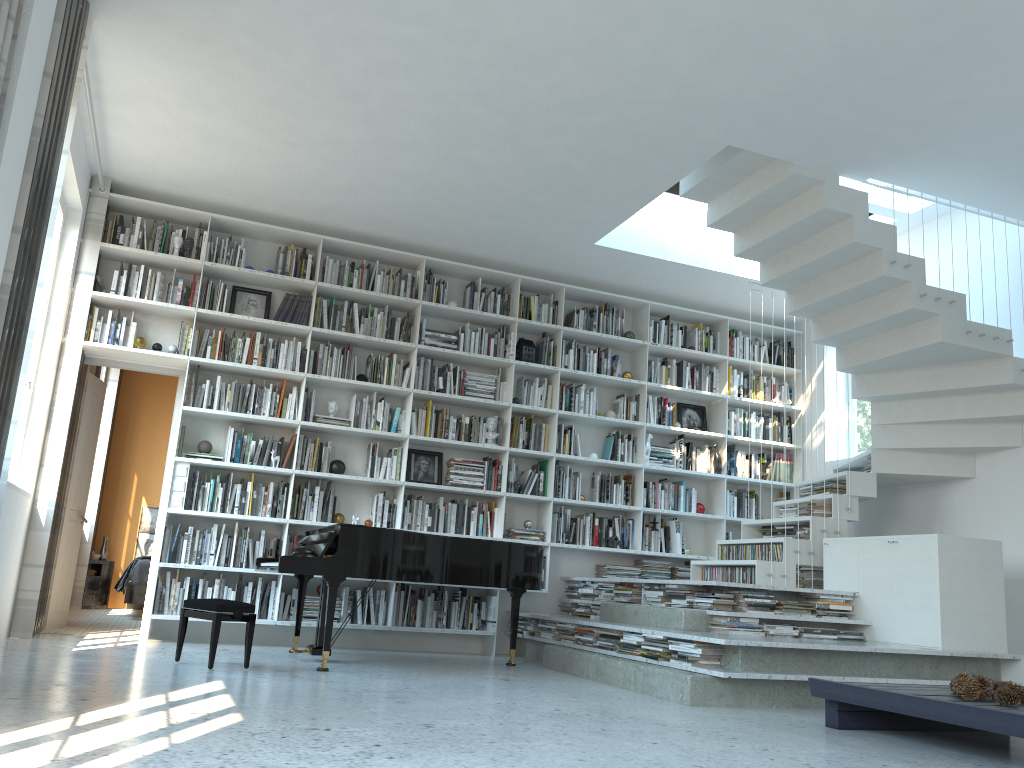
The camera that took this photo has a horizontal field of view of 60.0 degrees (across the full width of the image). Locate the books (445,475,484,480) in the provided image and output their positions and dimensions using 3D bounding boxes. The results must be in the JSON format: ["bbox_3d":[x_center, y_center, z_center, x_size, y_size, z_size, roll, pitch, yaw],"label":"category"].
[{"bbox_3d":[-0.391,0.773,7.260,0.285,0.012,0.160,8,-14,-18],"label":"books"}]

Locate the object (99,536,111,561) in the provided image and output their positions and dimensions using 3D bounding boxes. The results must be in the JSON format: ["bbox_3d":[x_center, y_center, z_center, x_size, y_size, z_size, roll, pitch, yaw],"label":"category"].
[{"bbox_3d":[-4.606,1.859,10.020,0.091,0.267,0.091,-2,-14,25],"label":"object"}]

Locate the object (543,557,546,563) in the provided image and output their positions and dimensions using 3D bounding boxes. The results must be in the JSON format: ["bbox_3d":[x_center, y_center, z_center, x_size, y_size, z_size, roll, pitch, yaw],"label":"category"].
[{"bbox_3d":[0.244,1.549,7.273,0.011,0.259,0.142,9,-13,-20],"label":"object"}]

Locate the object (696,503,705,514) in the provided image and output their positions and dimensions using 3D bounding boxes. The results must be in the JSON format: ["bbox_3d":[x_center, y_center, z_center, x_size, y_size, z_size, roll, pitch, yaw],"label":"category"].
[{"bbox_3d":[1.679,1.129,7.984,0.115,0.116,0.115,15,-17,-42],"label":"object"}]

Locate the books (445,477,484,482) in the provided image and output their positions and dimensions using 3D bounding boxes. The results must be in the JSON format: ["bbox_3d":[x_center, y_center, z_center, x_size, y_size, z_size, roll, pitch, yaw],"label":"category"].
[{"bbox_3d":[-0.393,0.785,7.260,0.285,0.012,0.160,9,-14,-19],"label":"books"}]

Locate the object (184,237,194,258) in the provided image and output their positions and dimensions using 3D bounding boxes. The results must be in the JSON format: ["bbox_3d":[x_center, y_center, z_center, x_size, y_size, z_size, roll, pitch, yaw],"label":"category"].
[{"bbox_3d":[-2.420,-1.003,6.632,0.067,0.197,0.068,-1,-13,21],"label":"object"}]

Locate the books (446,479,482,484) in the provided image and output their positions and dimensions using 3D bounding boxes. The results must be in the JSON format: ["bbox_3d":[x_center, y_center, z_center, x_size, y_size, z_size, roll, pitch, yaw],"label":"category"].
[{"bbox_3d":[-0.391,0.806,7.246,0.254,0.012,0.161,10,-14,-25],"label":"books"}]

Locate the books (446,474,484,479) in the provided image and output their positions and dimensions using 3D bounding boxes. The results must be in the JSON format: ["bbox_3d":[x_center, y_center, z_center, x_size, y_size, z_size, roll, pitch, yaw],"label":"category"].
[{"bbox_3d":[-0.388,0.760,7.256,0.285,0.012,0.160,8,-13,-15],"label":"books"}]

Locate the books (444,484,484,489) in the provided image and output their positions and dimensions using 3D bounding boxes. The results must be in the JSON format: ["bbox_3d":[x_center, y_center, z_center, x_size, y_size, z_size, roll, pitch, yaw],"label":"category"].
[{"bbox_3d":[-0.393,0.841,7.238,0.285,0.012,0.160,10,-14,-25],"label":"books"}]

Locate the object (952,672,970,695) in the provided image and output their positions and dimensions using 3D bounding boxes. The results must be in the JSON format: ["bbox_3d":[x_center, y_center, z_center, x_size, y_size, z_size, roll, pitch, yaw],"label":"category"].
[{"bbox_3d":[1.938,1.288,3.810,0.090,0.105,0.098,4,-13,1],"label":"object"}]

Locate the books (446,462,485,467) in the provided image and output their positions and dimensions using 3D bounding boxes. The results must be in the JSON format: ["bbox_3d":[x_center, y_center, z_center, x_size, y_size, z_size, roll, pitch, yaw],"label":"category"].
[{"bbox_3d":[-0.384,0.667,7.283,0.285,0.012,0.160,8,-14,-18],"label":"books"}]

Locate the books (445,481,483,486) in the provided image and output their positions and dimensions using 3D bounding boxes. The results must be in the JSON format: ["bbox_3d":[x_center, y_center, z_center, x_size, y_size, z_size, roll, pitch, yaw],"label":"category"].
[{"bbox_3d":[-0.392,0.818,7.243,0.285,0.012,0.160,8,-13,-15],"label":"books"}]

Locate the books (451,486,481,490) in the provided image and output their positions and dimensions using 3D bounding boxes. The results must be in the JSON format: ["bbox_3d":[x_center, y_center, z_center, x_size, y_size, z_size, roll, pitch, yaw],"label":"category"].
[{"bbox_3d":[-0.397,0.854,7.242,0.254,0.012,0.161,8,-14,-18],"label":"books"}]

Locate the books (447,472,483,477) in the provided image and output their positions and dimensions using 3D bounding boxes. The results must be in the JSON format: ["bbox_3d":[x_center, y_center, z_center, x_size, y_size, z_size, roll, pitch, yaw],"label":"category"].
[{"bbox_3d":[-0.387,0.749,7.259,0.254,0.012,0.161,10,-14,-25],"label":"books"}]

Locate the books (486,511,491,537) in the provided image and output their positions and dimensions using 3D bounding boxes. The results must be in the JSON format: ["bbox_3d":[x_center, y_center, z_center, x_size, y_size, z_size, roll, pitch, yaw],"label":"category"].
[{"bbox_3d":[-0.214,1.152,7.239,0.042,0.212,0.169,9,-13,-20],"label":"books"}]

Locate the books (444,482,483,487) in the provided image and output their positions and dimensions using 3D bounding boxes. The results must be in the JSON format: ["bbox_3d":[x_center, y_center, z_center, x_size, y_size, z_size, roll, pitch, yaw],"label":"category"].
[{"bbox_3d":[-0.396,0.831,7.250,0.285,0.012,0.160,9,-14,-21],"label":"books"}]

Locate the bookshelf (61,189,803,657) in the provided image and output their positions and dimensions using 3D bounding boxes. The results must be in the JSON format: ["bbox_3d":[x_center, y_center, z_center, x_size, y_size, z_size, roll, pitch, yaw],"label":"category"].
[{"bbox_3d":[-0.284,0.603,7.267,6.300,3.134,0.331,9,-13,-20],"label":"bookshelf"}]

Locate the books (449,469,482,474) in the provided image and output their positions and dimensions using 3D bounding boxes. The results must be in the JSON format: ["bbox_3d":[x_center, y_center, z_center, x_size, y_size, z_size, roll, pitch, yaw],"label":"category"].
[{"bbox_3d":[-0.387,0.726,7.268,0.254,0.012,0.161,8,-14,-17],"label":"books"}]

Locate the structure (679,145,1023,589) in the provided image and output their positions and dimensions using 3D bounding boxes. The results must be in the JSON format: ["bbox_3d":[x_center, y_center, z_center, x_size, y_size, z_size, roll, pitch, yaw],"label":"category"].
[{"bbox_3d":[2.116,0.094,6.415,2.615,3.373,1.958,9,-13,-20],"label":"structure"}]

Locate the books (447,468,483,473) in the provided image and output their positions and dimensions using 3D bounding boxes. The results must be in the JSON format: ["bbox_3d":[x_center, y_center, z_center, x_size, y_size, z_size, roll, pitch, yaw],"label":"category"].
[{"bbox_3d":[-0.386,0.714,7.271,0.254,0.012,0.161,10,-14,-23],"label":"books"}]

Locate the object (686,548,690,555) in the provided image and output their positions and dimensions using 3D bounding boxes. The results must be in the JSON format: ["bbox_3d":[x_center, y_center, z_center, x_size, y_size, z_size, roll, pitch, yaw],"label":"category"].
[{"bbox_3d":[1.547,1.494,7.887,0.071,0.072,0.072,-3,-14,28],"label":"object"}]

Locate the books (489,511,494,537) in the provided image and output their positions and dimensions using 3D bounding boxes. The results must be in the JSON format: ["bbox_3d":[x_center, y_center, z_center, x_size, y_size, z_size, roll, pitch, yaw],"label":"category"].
[{"bbox_3d":[-0.189,1.154,7.250,0.011,0.216,0.166,9,-13,-20],"label":"books"}]

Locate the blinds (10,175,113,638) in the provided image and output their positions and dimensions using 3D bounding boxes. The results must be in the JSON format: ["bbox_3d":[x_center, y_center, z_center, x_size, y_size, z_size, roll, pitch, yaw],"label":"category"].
[{"bbox_3d":[-3.200,0.135,6.399,0.140,3.222,0.777,9,-13,-20],"label":"blinds"}]

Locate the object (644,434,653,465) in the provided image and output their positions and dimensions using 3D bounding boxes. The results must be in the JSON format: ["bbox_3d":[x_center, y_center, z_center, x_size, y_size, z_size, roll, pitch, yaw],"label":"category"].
[{"bbox_3d":[1.182,0.575,7.744,0.087,0.287,0.075,1,-13,14],"label":"object"}]

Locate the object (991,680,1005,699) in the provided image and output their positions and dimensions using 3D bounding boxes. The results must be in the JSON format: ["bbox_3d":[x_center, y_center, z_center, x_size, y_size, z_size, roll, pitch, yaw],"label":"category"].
[{"bbox_3d":[2.069,1.307,3.782,0.106,0.086,0.091,5,-13,-6],"label":"object"}]

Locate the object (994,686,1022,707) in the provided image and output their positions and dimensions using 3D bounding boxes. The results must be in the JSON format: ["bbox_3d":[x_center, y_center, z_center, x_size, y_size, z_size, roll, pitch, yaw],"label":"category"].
[{"bbox_3d":[1.967,1.243,3.522,0.081,0.083,0.099,7,-13,-15],"label":"object"}]

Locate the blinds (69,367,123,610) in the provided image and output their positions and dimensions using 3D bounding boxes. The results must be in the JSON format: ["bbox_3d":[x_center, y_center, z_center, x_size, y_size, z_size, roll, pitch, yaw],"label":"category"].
[{"bbox_3d":[-4.650,0.876,10.030,0.140,3.222,0.777,9,-13,-20],"label":"blinds"}]

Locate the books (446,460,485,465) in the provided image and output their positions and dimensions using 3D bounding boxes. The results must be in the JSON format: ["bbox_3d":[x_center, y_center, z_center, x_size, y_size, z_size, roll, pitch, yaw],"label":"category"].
[{"bbox_3d":[-0.380,0.654,7.279,0.285,0.012,0.160,10,-14,-25],"label":"books"}]

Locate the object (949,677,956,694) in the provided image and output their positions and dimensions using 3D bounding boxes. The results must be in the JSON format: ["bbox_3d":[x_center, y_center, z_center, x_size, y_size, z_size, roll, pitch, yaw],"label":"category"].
[{"bbox_3d":[1.999,1.346,3.942,0.078,0.084,0.098,9,-14,-20],"label":"object"}]

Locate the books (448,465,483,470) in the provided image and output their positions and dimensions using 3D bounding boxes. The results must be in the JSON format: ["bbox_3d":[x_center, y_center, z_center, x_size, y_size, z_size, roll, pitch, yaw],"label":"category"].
[{"bbox_3d":[-0.385,0.690,7.276,0.254,0.012,0.161,10,-14,-23],"label":"books"}]

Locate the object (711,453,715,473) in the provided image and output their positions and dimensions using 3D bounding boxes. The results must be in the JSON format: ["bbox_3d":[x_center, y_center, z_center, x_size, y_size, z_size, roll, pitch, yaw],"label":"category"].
[{"bbox_3d":[1.803,0.744,8.131,0.022,0.211,0.179,9,-13,-20],"label":"object"}]

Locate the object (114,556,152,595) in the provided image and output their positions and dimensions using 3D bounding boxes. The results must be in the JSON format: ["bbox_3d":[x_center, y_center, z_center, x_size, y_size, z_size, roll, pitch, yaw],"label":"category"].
[{"bbox_3d":[-3.392,1.996,9.445,1.482,0.539,1.453,9,-14,-21],"label":"object"}]

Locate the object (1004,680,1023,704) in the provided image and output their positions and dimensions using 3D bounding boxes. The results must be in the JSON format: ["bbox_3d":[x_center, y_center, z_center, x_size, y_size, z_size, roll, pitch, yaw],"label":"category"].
[{"bbox_3d":[2.091,1.284,3.678,0.083,0.099,0.092,7,-13,-15],"label":"object"}]

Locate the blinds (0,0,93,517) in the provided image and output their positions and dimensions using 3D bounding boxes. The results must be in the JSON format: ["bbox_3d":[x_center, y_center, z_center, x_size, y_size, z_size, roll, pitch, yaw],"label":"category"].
[{"bbox_3d":[-2.181,-0.386,3.846,0.140,3.222,0.777,9,-13,-20],"label":"blinds"}]

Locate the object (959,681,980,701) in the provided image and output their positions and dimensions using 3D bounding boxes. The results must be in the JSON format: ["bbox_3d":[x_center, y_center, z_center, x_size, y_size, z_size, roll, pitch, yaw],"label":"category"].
[{"bbox_3d":[1.886,1.272,3.658,0.082,0.084,0.083,5,-13,-6],"label":"object"}]

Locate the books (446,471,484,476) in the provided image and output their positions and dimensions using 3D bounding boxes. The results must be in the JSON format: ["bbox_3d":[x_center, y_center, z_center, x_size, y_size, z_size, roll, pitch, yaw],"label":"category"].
[{"bbox_3d":[-0.386,0.737,7.261,0.285,0.012,0.160,8,-13,-15],"label":"books"}]

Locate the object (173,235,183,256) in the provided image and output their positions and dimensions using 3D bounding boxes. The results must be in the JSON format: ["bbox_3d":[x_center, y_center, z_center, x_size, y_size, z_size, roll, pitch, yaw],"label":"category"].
[{"bbox_3d":[-2.495,-1.014,6.604,0.067,0.197,0.068,-1,-13,21],"label":"object"}]

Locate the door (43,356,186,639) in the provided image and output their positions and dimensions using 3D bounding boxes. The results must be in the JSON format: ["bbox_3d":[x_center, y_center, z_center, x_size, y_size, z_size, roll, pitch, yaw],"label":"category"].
[{"bbox_3d":[-3.080,0.874,6.770,0.834,1.975,0.788,9,-13,-20],"label":"door"}]

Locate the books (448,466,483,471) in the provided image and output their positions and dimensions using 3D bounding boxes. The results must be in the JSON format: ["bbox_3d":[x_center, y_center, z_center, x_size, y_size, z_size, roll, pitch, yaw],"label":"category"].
[{"bbox_3d":[-0.385,0.702,7.271,0.254,0.012,0.161,10,-14,-24],"label":"books"}]

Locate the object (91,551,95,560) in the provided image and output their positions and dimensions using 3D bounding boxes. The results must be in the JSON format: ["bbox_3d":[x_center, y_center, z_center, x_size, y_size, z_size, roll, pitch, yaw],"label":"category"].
[{"bbox_3d":[-4.747,1.922,9.969,0.106,0.103,0.106,7,-13,-13],"label":"object"}]

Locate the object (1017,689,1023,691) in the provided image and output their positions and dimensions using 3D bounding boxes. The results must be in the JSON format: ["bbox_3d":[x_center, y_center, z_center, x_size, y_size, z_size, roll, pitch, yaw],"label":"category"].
[{"bbox_3d":[2.362,1.320,3.719,0.429,0.038,0.430,-1,-14,19],"label":"object"}]

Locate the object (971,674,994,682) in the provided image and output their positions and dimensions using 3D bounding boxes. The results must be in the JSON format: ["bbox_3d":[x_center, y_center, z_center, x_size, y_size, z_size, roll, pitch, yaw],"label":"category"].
[{"bbox_3d":[2.046,1.311,3.847,0.099,0.102,0.097,-6,-16,39],"label":"object"}]

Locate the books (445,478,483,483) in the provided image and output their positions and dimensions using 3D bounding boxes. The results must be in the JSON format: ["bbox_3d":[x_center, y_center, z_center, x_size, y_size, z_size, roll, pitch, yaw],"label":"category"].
[{"bbox_3d":[-0.395,0.797,7.259,0.285,0.012,0.160,9,-14,-20],"label":"books"}]

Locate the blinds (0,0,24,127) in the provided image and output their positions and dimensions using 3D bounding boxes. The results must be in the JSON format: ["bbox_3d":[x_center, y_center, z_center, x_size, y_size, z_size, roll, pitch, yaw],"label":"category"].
[{"bbox_3d":[-1.689,-0.653,2.634,0.183,3.253,1.028,9,-13,-21],"label":"blinds"}]

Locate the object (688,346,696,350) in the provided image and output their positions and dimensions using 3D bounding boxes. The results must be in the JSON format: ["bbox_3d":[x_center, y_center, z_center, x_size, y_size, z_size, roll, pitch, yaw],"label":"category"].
[{"bbox_3d":[1.658,-0.313,8.182,0.071,0.072,0.072,-3,-14,28],"label":"object"}]

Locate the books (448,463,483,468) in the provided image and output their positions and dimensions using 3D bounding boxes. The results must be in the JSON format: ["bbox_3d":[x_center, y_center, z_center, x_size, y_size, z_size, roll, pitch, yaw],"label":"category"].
[{"bbox_3d":[-0.383,0.678,7.277,0.254,0.012,0.161,10,-14,-24],"label":"books"}]

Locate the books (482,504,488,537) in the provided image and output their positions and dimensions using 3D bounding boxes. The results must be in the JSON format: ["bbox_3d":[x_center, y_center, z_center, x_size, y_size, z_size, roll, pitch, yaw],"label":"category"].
[{"bbox_3d":[-0.248,1.120,7.244,0.026,0.271,0.175,9,-13,-20],"label":"books"}]

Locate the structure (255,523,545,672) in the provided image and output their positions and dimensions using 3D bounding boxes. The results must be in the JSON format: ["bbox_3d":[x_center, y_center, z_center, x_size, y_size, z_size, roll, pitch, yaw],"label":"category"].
[{"bbox_3d":[-0.649,1.407,5.808,1.919,0.830,1.337,9,-14,-20],"label":"structure"}]

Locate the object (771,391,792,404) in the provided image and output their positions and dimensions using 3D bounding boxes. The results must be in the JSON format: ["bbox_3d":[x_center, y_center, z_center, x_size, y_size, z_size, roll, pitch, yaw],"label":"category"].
[{"bbox_3d":[2.548,0.143,8.408,0.203,0.136,0.095,5,-13,-5],"label":"object"}]

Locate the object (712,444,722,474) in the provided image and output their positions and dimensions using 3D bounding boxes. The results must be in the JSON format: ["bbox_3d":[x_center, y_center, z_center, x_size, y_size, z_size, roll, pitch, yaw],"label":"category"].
[{"bbox_3d":[1.854,0.684,8.012,0.087,0.287,0.075,1,-13,14],"label":"object"}]

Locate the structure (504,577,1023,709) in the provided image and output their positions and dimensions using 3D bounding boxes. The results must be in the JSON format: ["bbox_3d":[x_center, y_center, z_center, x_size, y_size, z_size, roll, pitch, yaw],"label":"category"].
[{"bbox_3d":[1.736,1.793,6.355,2.901,0.657,3.119,9,-14,-20],"label":"structure"}]

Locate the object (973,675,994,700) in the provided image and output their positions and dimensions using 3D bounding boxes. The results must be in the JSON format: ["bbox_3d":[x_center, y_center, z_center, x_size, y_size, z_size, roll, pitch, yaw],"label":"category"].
[{"bbox_3d":[1.986,1.285,3.749,0.094,0.108,0.108,-5,-16,36],"label":"object"}]

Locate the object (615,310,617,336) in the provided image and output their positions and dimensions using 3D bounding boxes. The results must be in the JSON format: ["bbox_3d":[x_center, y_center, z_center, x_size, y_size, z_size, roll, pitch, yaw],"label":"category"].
[{"bbox_3d":[0.915,-0.515,8.032,0.006,0.297,0.129,9,-13,-20],"label":"object"}]

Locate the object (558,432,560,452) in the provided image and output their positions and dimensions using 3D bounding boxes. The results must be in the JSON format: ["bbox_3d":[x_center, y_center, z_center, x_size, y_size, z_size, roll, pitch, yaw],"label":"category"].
[{"bbox_3d":[0.368,0.527,7.609,0.013,0.207,0.140,9,-13,-20],"label":"object"}]

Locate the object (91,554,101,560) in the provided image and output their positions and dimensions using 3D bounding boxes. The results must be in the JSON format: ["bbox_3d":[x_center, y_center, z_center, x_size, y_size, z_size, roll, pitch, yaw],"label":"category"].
[{"bbox_3d":[-4.648,1.930,9.881,0.118,0.061,0.118,7,-13,-13],"label":"object"}]

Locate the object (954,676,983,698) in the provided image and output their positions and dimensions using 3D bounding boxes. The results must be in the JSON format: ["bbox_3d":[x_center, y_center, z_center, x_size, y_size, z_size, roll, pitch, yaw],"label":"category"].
[{"bbox_3d":[1.916,1.281,3.728,0.110,0.101,0.114,14,-16,-37],"label":"object"}]

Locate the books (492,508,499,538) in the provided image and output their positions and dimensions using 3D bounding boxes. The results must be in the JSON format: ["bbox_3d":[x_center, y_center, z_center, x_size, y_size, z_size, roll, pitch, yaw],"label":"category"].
[{"bbox_3d":[-0.156,1.143,7.260,0.033,0.245,0.176,9,-13,-20],"label":"books"}]

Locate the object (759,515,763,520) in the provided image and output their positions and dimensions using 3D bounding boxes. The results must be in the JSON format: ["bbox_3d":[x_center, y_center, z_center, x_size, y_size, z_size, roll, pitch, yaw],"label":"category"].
[{"bbox_3d":[2.282,1.245,8.208,0.071,0.072,0.072,-3,-14,28],"label":"object"}]

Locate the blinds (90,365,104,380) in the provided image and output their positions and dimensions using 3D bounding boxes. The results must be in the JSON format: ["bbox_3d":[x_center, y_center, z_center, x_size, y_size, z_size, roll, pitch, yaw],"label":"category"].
[{"bbox_3d":[-3.630,0.355,7.477,0.140,3.222,0.777,9,-13,-20],"label":"blinds"}]
